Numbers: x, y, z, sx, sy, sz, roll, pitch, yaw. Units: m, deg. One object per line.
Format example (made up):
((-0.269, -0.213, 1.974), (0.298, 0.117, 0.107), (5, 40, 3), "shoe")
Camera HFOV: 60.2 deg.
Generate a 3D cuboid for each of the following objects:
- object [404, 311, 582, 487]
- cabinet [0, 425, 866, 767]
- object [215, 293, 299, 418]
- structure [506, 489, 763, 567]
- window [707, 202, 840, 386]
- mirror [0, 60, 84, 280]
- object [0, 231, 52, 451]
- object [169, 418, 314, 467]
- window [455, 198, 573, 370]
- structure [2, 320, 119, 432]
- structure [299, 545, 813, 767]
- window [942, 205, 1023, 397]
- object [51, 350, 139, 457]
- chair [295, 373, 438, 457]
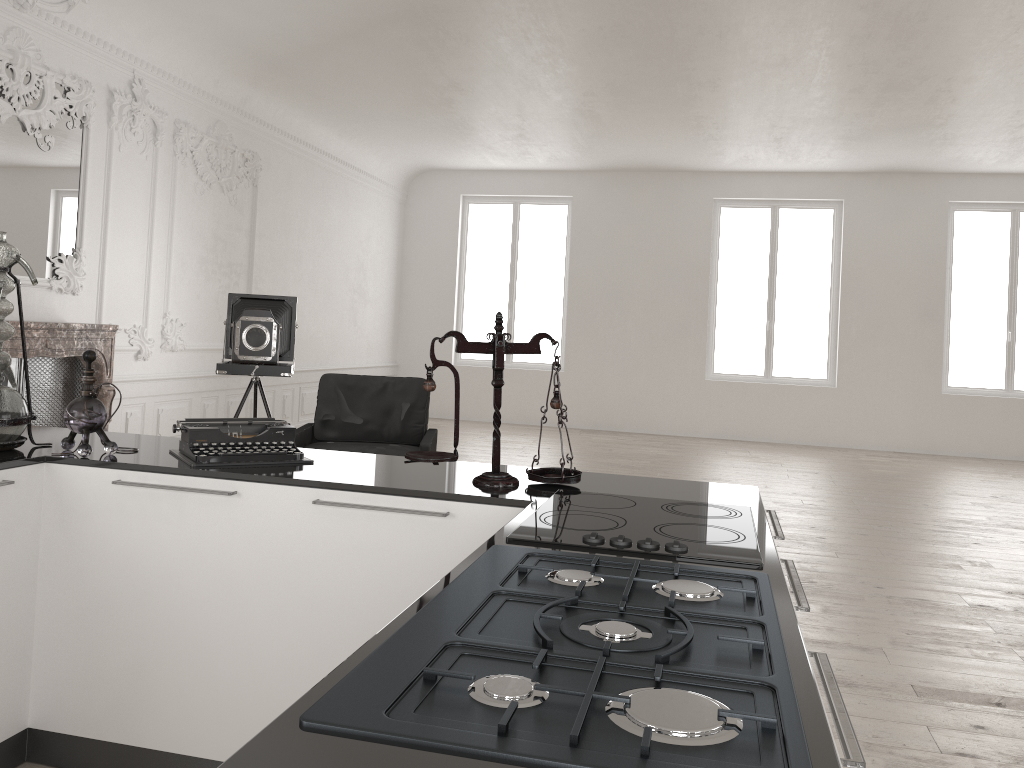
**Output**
((-0.037, 0.040, 2.496), (0.512, 0.491, 0.168), (3, -1, -14), "object")
((-0.827, 0.721, 1.765), (2.708, 0.883, 2.461), (3, 3, 13), "cabinet")
((-1.889, 0.096, 6.518), (0.710, 1.524, 0.655), (3, -1, -12), "object")
((0.303, 0.311, 2.045), (0.506, 0.021, 0.628), (4, 3, 13), "structure")
((3.728, -1.315, 12.624), (1.726, 2.584, 0.070), (3, -1, 13), "window")
((-3.488, -1.476, 6.153), (0.009, 1.573, 1.433), (3, 0, 13), "mirror")
((-1.526, -0.132, 2.669), (0.293, 0.652, 0.319), (3, -1, -34), "object")
((-0.844, 0.171, 2.736), (0.383, 0.110, 0.317), (1, 3, -32), "object")
((0.022, -1.548, 13.487), (1.726, 2.584, 0.070), (3, -1, 13), "window")
((-3.430, 0.194, 5.935), (0.660, 1.248, 1.543), (3, 1, 13), "structure")
((0.122, 0.347, 1.270), (0.521, 0.014, 0.842), (4, 3, 13), "structure")
((6.773, -1.124, 11.915), (1.726, 2.584, 0.070), (3, -1, 13), "window")
((-1.274, 0.051, 2.689), (0.204, 0.312, 0.222), (3, 0, 11), "object")
((-1.030, 0.436, 6.197), (0.973, 0.964, 1.087), (3, 1, -2), "chair")
